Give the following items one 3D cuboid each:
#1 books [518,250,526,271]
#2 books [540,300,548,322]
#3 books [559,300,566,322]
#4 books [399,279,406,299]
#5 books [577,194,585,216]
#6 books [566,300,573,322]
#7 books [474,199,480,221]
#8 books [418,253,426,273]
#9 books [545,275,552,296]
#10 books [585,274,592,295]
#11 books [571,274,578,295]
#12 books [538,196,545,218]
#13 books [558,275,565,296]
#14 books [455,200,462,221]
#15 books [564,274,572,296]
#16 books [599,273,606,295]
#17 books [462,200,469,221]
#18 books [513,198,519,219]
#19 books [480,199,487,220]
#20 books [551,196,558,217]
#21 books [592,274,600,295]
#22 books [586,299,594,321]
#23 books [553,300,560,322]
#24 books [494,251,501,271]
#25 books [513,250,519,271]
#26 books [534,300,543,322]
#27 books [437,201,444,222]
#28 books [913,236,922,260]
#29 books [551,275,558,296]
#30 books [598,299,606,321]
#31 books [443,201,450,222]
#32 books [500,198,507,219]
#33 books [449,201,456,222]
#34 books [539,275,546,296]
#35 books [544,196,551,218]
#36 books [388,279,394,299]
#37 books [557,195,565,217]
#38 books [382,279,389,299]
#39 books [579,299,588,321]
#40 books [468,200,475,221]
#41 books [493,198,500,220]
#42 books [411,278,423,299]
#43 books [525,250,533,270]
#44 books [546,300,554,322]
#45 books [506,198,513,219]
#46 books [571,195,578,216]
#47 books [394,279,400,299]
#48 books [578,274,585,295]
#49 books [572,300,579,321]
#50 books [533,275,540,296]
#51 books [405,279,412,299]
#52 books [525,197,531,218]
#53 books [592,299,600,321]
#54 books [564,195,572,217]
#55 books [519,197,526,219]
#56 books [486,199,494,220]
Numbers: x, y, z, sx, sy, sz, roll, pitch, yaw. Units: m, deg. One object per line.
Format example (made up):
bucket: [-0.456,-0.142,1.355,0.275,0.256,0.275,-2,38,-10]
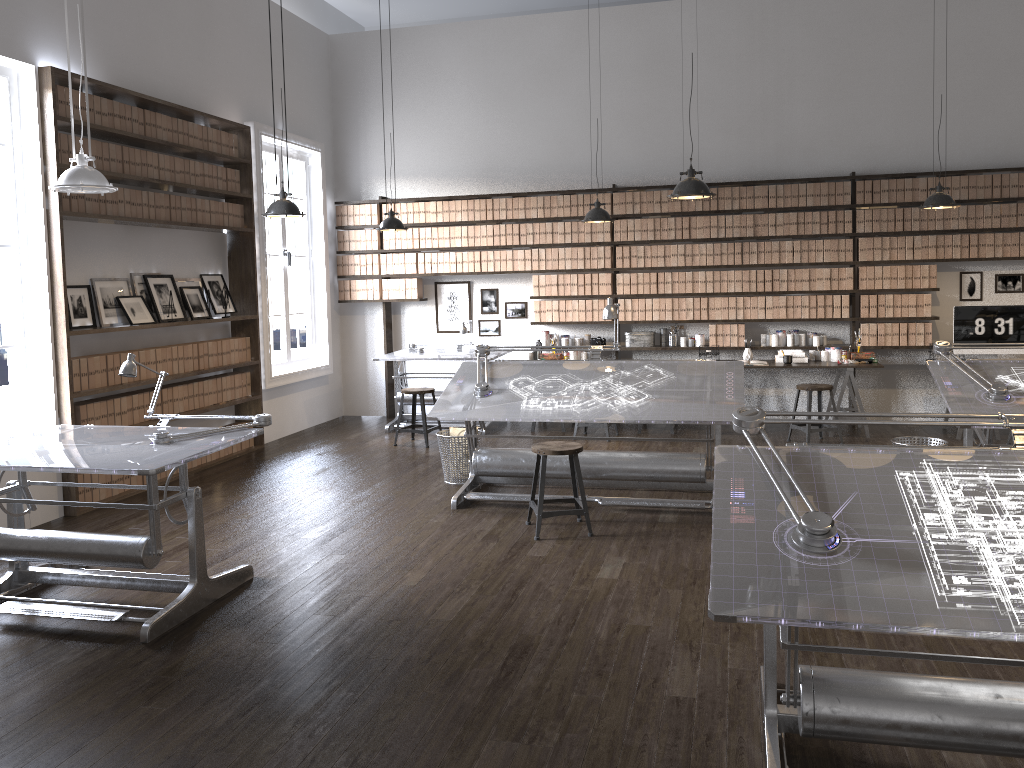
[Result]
books: [0.123,-1.316,9.457,0.067,0.225,0.175,0,5,14]
books: [0.352,-0.777,9.439,0.067,0.225,0.175,0,5,14]
books: [0.552,-0.776,9.389,0.067,0.225,0.175,0,5,14]
books: [-1.183,-1.052,9.804,0.067,0.225,0.175,0,5,14]
books: [0.729,-1.862,9.265,0.067,0.225,0.175,0,5,14]
books: [0.620,-0.776,9.374,0.067,0.225,0.175,0,5,14]
books: [-0.352,-1.867,9.539,0.067,0.225,0.175,0,5,14]
books: [-0.967,-1.320,9.733,0.067,0.225,0.175,0,5,14]
books: [0.405,-1.046,9.407,0.067,0.225,0.175,0,5,14]
books: [0.813,-1.044,9.300,0.067,0.225,0.175,0,5,14]
books: [0.672,-1.045,9.336,0.067,0.225,0.175,0,5,14]
books: [0.323,-1.864,9.365,0.067,0.225,0.175,0,5,14]
books: [0.535,-1.046,9.375,0.067,0.225,0.175,0,5,14]
books: [-0.554,-1.867,9.589,0.067,0.225,0.175,0,5,14]
books: [0.604,-1.045,9.358,0.067,0.225,0.175,0,5,14]
books: [0.959,-1.044,9.266,0.067,0.225,0.175,0,5,14]
books: [-0.484,-1.867,9.568,0.067,0.225,0.175,0,5,14]
books: [0.063,-1.865,9.436,0.067,0.225,0.175,0,5,14]
books: [-0.288,-1.867,9.525,0.067,0.225,0.175,0,5,14]
books: [0.461,-1.864,9.336,0.067,0.225,0.175,0,5,14]
books: [0.886,-1.044,9.287,0.067,0.225,0.175,0,5,14]
books: [0.826,-0.775,9.314,0.067,0.225,0.175,0,5,14]
books: [0.483,-0.776,9.403,0.067,0.225,0.175,0,5,14]
books: [-0.136,-1.317,9.526,0.067,0.225,0.175,0,5,14]
books: [0.063,-1.316,9.474,0.067,0.225,0.175,0,5,14]
books: [0.286,-0.777,9.451,0.067,0.225,0.175,0,5,14]
books: [-0.758,-1.868,9.639,0.067,0.225,0.175,0,5,14]
books: [3.881,-1.305,8.505,0.067,0.225,0.175,0,5,14]
books: [0.469,-1.045,9.386,0.067,0.225,0.175,0,5,14]
books: [0.952,-0.775,9.289,0.067,0.225,0.175,0,5,14]
books: [-0.688,-1.868,9.625,0.067,0.225,0.175,0,5,14]
books: [-0.075,-1.865,9.467,0.067,0.225,0.175,0,5,14]
books: [-0.620,-1.868,9.610,0.067,0.225,0.175,0,5,14]
books: [0.344,-1.046,9.421,0.067,0.225,0.175,0,5,14]
books: [0.392,-1.864,9.352,0.067,0.225,0.175,0,5,14]
books: [-1.308,-1.053,9.839,0.067,0.225,0.175,0,5,14]
books: [0.527,-1.863,9.315,0.067,0.225,0.175,0,5,14]
books: [-1.379,-1.053,9.855,0.067,0.225,0.175,0,5,14]
books: [0.756,-0.775,9.332,0.067,0.225,0.175,0,5,14]
books: [-0.414,-1.866,9.550,0.067,0.225,0.175,0,5,14]
books: [-0.143,-1.866,9.489,0.067,0.225,0.175,0,5,14]
books: [-1.047,-1.052,9.775,0.067,0.225,0.175,0,5,14]
books: [0.193,-1.315,9.437,0.067,0.225,0.175,0,5,14]
books: [0.413,-0.777,9.422,0.067,0.225,0.175,0,5,14]
books: [-0.006,-1.865,9.453,0.067,0.225,0.175,0,5,14]
books: [0.667,-1.862,9.277,0.067,0.225,0.175,0,5,14]
books: [-1.247,-1.053,9.825,0.067,0.225,0.175,0,5,14]
books: [0.742,-1.045,9.323,0.067,0.225,0.175,0,5,14]
books: [0.686,-0.776,9.353,0.067,0.225,0.175,0,5,14]
books: [0.273,-1.046,9.437,0.067,0.225,0.175,0,5,14]
books: [-1.114,-1.053,9.794,0.067,0.225,0.175,0,5,14]
books: [0.193,-1.865,9.402,0.067,0.225,0.175,0,5,14]
books: [0.888,-0.775,9.303,0.067,0.225,0.175,0,5,14]
books: [0.597,-1.862,9.294,0.067,0.225,0.175,0,5,14]
books: [0.127,-1.864,9.413,0.067,0.225,0.175,0,5,14]
books: [-0.217,-1.866,9.502,0.067,0.225,0.175,0,5,14]
